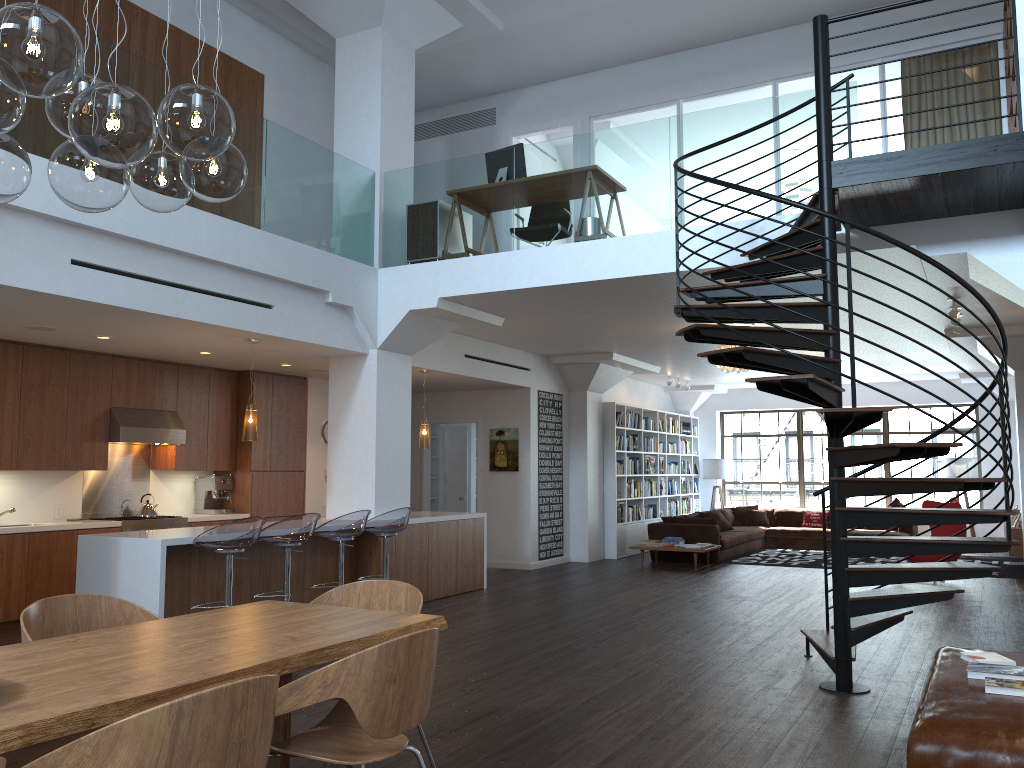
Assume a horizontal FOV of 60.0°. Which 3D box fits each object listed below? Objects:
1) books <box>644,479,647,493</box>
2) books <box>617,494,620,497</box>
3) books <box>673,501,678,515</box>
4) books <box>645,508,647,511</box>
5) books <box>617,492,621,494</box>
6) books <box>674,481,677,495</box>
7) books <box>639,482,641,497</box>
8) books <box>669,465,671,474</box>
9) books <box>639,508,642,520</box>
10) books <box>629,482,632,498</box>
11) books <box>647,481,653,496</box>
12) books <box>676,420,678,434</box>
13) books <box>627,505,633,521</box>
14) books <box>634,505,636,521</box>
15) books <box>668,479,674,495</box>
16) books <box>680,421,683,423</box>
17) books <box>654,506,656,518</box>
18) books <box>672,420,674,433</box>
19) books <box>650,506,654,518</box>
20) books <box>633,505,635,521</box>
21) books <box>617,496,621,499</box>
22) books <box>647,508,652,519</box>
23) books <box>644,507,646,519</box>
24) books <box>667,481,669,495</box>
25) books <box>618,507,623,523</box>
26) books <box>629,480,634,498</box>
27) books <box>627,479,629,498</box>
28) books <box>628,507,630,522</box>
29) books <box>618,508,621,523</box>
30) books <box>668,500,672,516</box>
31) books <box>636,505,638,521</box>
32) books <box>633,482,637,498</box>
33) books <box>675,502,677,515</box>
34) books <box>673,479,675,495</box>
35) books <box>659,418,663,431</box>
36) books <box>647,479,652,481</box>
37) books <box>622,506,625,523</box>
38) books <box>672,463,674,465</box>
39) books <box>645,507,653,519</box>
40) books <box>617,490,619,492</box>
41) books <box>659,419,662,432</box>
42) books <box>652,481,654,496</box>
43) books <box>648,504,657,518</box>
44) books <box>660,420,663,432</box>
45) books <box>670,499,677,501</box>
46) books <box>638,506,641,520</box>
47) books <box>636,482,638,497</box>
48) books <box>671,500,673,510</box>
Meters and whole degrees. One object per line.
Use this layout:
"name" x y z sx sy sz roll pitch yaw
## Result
"books" 2.201 1.760 15.008 0.176 0.290 0.053 -3 -6 28
"books" 1.590 1.748 13.929 0.197 0.033 0.284 0 -6 3
"books" 2.969 2.295 16.378 0.183 0.253 0.034 -3 -6 28
"books" 2.216 2.193 15.002 0.134 0.184 0.030 -3 -6 28
"books" 1.585 1.715 13.929 0.174 0.032 0.254 -2 -6 23
"books" 2.943 1.920 16.376 0.174 0.242 0.105 -3 -6 28
"books" 2.059 1.755 14.750 0.160 0.250 0.026 -3 -6 28
"books" 2.834 1.564 16.168 0.120 0.167 0.019 -3 -6 28
"books" 2.055 2.152 14.689 0.161 0.207 0.135 -3 -6 28
"books" 1.853 1.720 14.372 0.171 0.246 0.057 -3 -6 28
"books" 2.319 1.799 15.212 0.183 0.253 0.034 -3 -6 28
"books" 3.033 0.814 16.658 0.183 0.253 0.034 -3 -6 28
"books" 1.863 2.094 14.358 0.183 0.253 0.042 -3 -6 28
"books" 1.934 2.106 14.493 0.180 0.259 0.042 -3 -6 28
"books" 2.863 1.884 16.251 0.197 0.290 0.136 -3 -6 28
"books" 3.182 0.844 16.971 0.183 0.253 0.042 -3 -6 28
"books" 2.411 2.219 15.350 0.146 0.202 0.027 -3 -6 28
"books" 2.912 0.797 16.437 0.171 0.246 0.057 -3 -6 28
"books" 2.376 2.211 15.276 0.146 0.202 0.027 -3 -6 28
"books" 1.917 2.106 14.456 0.160 0.251 0.039 -3 -6 28
"books" 1.590 1.782 13.925 0.197 0.035 0.284 -2 -6 18
"books" 2.320 2.216 15.174 0.126 0.173 0.032 -3 -6 28
"books" 2.185 2.180 14.942 0.127 0.200 0.020 -3 -6 28
"books" 2.735 1.875 15.987 0.182 0.255 0.077 -3 -6 28
"books" 1.654 2.057 13.971 0.183 0.253 0.042 -3 -6 28
"books" 1.890 1.705 14.448 0.176 0.290 0.053 -3 -6 28
"books" 1.805 1.681 14.247 0.140 0.298 0.044 -3 -6 28
"books" 1.809 2.096 14.259 0.176 0.231 0.053 -3 -6 28
"books" 1.610 2.054 13.867 0.174 0.240 0.054 -3 -6 28
"books" 2.791 2.250 16.081 0.198 0.284 0.066 -3 -6 28
"books" 1.980 2.116 14.566 0.183 0.253 0.042 -3 -6 28
"books" 1.955 1.738 14.554 0.171 0.246 0.057 -3 -6 28
"books" 2.941 2.298 16.348 0.174 0.240 0.045 -3 -6 28
"books" 2.897 1.888 16.304 0.176 0.293 0.125 -3 -6 28
"books" 2.621 0.743 15.908 0.160 0.251 0.031 -3 -6 28
"books" 2.328 1.784 15.248 0.176 0.290 0.036 -3 -6 28
"books" 1.694 2.065 14.043 0.180 0.251 0.048 -3 -6 28
"books" 2.918 1.564 16.349 0.127 0.200 0.020 -3 -6 28
"books" 2.345 2.212 15.225 0.139 0.191 0.036 -3 -6 28
"books" 1.588 1.687 13.935 0.144 0.025 0.204 -2 -6 18
"books" 2.559 0.739 15.787 0.174 0.236 0.136 -3 -6 28
"books" 2.352 1.804 15.288 0.180 0.259 0.060 -3 -6 28
"books" 2.448 2.212 15.428 0.140 0.231 0.042 -3 -6 28
"books" 2.592 0.757 15.830 0.161 0.207 0.130 -3 -6 28
"books" 2.977 2.279 16.414 0.176 0.290 0.036 -3 -6 28
"books" 2.022 2.133 14.644 0.174 0.236 0.142 -3 -6 28
"books" 1.992 1.741 14.628 0.183 0.253 0.034 -3 -6 28
"books" 2.851 2.256 16.174 0.176 0.290 0.053 -3 -6 28
